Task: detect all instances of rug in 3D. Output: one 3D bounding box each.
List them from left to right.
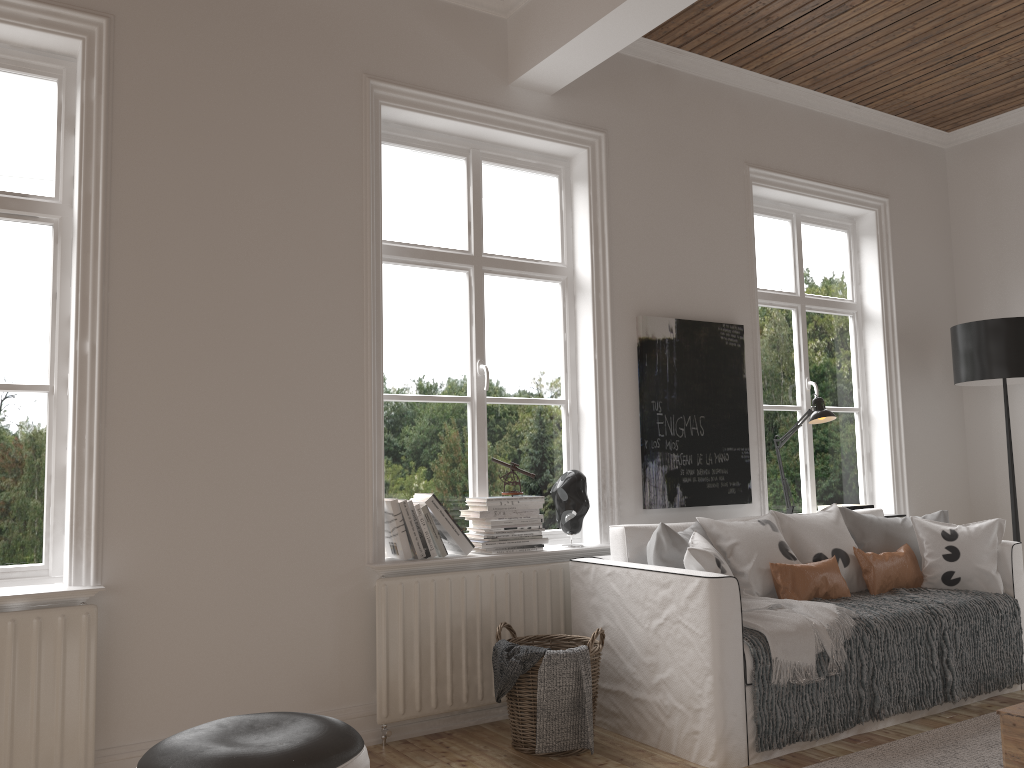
[{"bbox_3d":[2.161,1.196,2.376,2.474,0.003,2.254,2,-7,-32],"label":"rug"}]

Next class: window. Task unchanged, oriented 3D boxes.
[{"bbox_3d":[-1.977,-0.255,2.792,1.055,1.872,0.120,2,-7,-32],"label":"window"},{"bbox_3d":[-0.140,-0.184,3.942,1.055,1.872,0.120,2,-7,-32],"label":"window"},{"bbox_3d":[1.696,-0.113,5.091,1.055,1.872,0.120,2,-7,-32],"label":"window"}]

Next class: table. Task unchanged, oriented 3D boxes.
[{"bbox_3d":[2.085,1.059,2.497,1.189,0.300,0.821,2,-7,-32],"label":"table"}]

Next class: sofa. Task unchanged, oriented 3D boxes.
[{"bbox_3d":[1.285,0.969,3.837,1.960,0.776,0.866,2,-7,-32],"label":"sofa"}]

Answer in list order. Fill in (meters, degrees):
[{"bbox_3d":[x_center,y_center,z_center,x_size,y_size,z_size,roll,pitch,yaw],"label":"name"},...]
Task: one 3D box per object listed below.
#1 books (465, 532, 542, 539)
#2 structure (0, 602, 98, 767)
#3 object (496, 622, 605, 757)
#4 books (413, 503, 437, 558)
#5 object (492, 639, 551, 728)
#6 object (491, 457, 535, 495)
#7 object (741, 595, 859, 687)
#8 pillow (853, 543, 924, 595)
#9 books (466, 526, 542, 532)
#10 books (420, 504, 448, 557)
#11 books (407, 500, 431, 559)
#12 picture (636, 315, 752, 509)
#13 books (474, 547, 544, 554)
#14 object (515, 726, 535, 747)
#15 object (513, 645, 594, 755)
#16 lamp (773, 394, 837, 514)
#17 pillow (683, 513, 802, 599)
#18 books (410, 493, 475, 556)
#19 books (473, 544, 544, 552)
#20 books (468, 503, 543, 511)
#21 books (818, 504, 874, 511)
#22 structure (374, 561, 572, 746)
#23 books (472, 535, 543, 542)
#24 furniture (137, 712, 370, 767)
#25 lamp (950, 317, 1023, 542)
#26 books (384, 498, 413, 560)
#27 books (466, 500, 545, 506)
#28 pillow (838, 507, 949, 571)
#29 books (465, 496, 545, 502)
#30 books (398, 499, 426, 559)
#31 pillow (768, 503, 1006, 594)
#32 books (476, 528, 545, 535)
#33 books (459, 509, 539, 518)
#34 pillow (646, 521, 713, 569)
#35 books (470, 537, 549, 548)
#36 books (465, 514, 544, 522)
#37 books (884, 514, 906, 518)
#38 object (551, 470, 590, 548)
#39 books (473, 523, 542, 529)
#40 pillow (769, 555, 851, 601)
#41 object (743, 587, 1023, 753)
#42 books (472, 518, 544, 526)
[{"bbox_3d":[-0.042,0.644,3.801,0.288,0.016,0.182,2,-7,-32],"label":"books"},{"bbox_3d":[-1.838,1.088,2.478,1.223,0.829,0.095,2,-7,-32],"label":"structure"},{"bbox_3d":[0.145,1.116,3.295,0.393,0.432,0.393,0,-6,-10],"label":"object"},{"bbox_3d":[-0.384,0.589,3.579,0.101,0.218,0.161,2,-7,-32],"label":"books"},{"bbox_3d":[0.091,1.108,3.248,0.367,0.332,0.303,4,-7,-41],"label":"object"},{"bbox_3d":[0.007,0.393,3.807,0.177,0.161,0.092,-4,-6,26],"label":"object"},{"bbox_3d":[0.997,0.953,3.485,0.588,0.255,0.729,2,-6,-28],"label":"object"},{"bbox_3d":[1.713,0.842,4.007,0.414,0.235,0.117,2,-7,-33],"label":"pillow"},{"bbox_3d":[-0.033,0.615,3.791,0.285,0.012,0.159,2,-7,-32],"label":"books"},{"bbox_3d":[-0.348,0.593,3.594,0.118,0.213,0.161,2,-7,-32],"label":"books"},{"bbox_3d":[-0.407,0.581,3.560,0.104,0.232,0.152,2,-7,-32],"label":"books"},{"bbox_3d":[0.899,0.140,4.339,0.680,0.908,0.041,2,-7,-32],"label":"picture"},{"bbox_3d":[-0.015,0.706,3.786,0.254,0.012,0.161,2,-7,-32],"label":"books"},{"bbox_3d":[0.148,1.228,3.288,0.280,0.186,0.291,-7,-8,43],"label":"object"},{"bbox_3d":[0.150,1.124,3.250,0.290,0.356,0.349,-1,-6,-3],"label":"object"},{"bbox_3d":[1.532,0.410,4.656,0.196,0.703,0.439,2,-7,-32],"label":"lamp"},{"bbox_3d":[0.903,0.757,3.604,0.417,0.414,1.020,-6,-7,40],"label":"pillow"},{"bbox_3d":[-0.293,0.574,3.636,0.226,0.255,0.176,2,-7,-32],"label":"books"},{"bbox_3d":[-0.026,0.693,3.776,0.285,0.012,0.159,2,-7,-32],"label":"books"},{"bbox_3d":[-0.029,0.527,3.803,0.273,0.021,0.174,2,-7,-32],"label":"books"},{"bbox_3d":[1.864,0.693,4.957,0.239,0.028,0.190,2,-6,-30],"label":"books"},{"bbox_3d":[0.002,1.159,3.630,1.223,0.829,0.095,2,-7,-32],"label":"structure"},{"bbox_3d":[-0.019,0.656,3.796,0.254,0.013,0.161,2,-7,-32],"label":"books"},{"bbox_3d":[-0.582,1.005,2.001,0.518,0.430,0.518,0,-6,-11],"label":"furniture"},{"bbox_3d":[2.725,0.542,4.828,0.499,1.754,0.499,3,-7,-35],"label":"lamp"},{"bbox_3d":[-0.475,0.575,3.528,0.093,0.239,0.172,2,-7,-32],"label":"books"},{"bbox_3d":[-0.031,0.508,3.803,0.288,0.016,0.182,2,-7,-32],"label":"books"},{"bbox_3d":[1.827,0.801,4.240,0.546,0.437,0.292,-1,-6,1],"label":"pillow"},{"bbox_3d":[-0.031,0.491,3.793,0.288,0.016,0.182,2,-7,-32],"label":"books"},{"bbox_3d":[-0.432,0.578,3.541,0.112,0.235,0.172,2,-7,-32],"label":"books"},{"bbox_3d":[1.709,0.777,4.079,1.081,0.450,0.403,0,-6,-8],"label":"pillow"},{"bbox_3d":[-0.010,0.627,3.795,0.256,0.013,0.161,2,-7,-32],"label":"books"},{"bbox_3d":[-0.055,0.551,3.803,0.296,0.028,0.180,2,-7,-32],"label":"books"},{"bbox_3d":[0.697,0.759,3.573,0.282,0.431,0.541,-5,-7,32],"label":"pillow"},{"bbox_3d":[-0.029,0.674,3.788,0.331,0.025,0.176,2,-7,-32],"label":"books"},{"bbox_3d":[-0.035,0.573,3.814,0.288,0.016,0.182,2,-7,-32],"label":"books"},{"bbox_3d":[2.100,0.760,5.104,0.251,0.012,0.202,2,-6,-31],"label":"books"},{"bbox_3d":[0.260,0.552,3.947,0.171,0.340,0.177,-2,-6,4],"label":"object"},{"bbox_3d":[-0.020,0.603,3.793,0.254,0.012,0.161,2,-7,-32],"label":"books"},{"bbox_3d":[1.271,0.852,3.757,0.414,0.220,0.116,2,-6,-31],"label":"pillow"},{"bbox_3d":[1.379,1.101,3.697,1.680,0.423,0.651,2,-7,-32],"label":"object"},{"bbox_3d":[-0.019,0.589,3.805,0.263,0.017,0.167,2,-7,-32],"label":"books"}]
